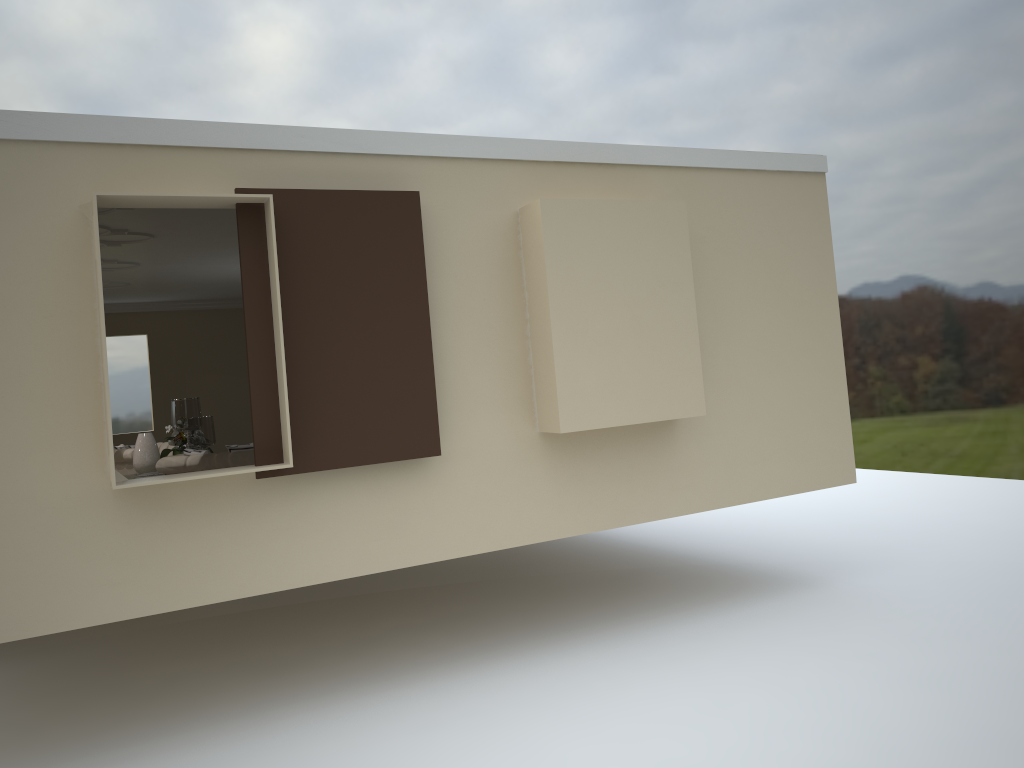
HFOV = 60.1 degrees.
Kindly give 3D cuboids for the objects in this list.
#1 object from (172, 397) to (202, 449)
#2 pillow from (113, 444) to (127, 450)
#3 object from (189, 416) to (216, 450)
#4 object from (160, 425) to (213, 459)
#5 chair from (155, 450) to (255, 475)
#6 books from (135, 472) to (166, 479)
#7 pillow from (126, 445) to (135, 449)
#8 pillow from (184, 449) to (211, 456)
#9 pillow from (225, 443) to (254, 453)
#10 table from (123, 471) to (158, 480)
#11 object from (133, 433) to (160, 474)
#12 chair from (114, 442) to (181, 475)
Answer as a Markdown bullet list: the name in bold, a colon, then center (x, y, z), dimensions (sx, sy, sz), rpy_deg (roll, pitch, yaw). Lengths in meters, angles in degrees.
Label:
- **object**: center (-2.850, 0.467, 7.795), dimensions (0.251, 0.684, 0.250), rpy_deg (-4, -2, -22)
- **pillow**: center (-3.996, 0.747, 9.078), dimensions (0.183, 0.249, 0.280), rpy_deg (-5, -1, -4)
- **object**: center (-2.814, 0.551, 8.045), dimensions (0.237, 0.506, 0.235), rpy_deg (-4, -2, -29)
- **object**: center (-3.083, 0.541, 8.450), dimensions (0.511, 0.475, 0.545), rpy_deg (-5, -1, -26)
- **chair**: center (-2.261, 0.801, 7.067), dimensions (0.849, 0.554, 0.710), rpy_deg (-5, -1, 8)
- **books**: center (-3.175, 0.818, 7.881), dimensions (0.259, 0.044, 0.350), rpy_deg (-5, 1, -9)
- **pillow**: center (-3.948, 0.748, 9.388), dimensions (0.164, 0.223, 0.251), rpy_deg (-6, -1, 26)
- **pillow**: center (-2.441, 0.637, 6.984), dimensions (0.299, 0.269, 0.198), rpy_deg (-5, -1, 33)
- **pillow**: center (-2.118, 0.590, 6.966), dimensions (0.283, 0.251, 0.184), rpy_deg (-4, -1, -34)
- **table**: center (-3.014, 0.994, 8.194), dimensions (1.058, 0.345, 1.297), rpy_deg (-5, 0, -27)
- **object**: center (-3.519, 0.667, 8.528), dimensions (0.252, 0.386, 0.251), rpy_deg (-4, -2, -32)
- **chair**: center (-3.869, 0.916, 9.182), dimensions (0.732, 0.552, 0.850), rpy_deg (-5, 0, 23)
